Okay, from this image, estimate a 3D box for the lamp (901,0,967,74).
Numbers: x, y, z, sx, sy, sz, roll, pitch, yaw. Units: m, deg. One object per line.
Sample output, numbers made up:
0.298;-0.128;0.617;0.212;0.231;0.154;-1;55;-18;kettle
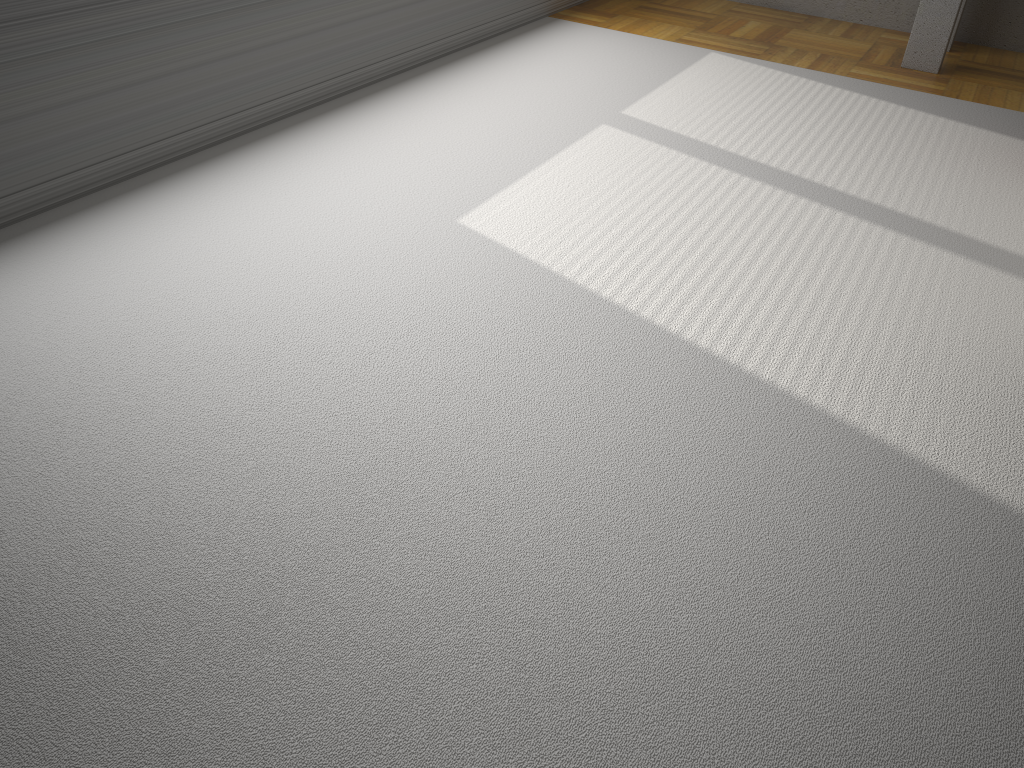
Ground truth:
2.555;-2.651;4.864;0.202;1.631;0.819;19;36;21;lamp
